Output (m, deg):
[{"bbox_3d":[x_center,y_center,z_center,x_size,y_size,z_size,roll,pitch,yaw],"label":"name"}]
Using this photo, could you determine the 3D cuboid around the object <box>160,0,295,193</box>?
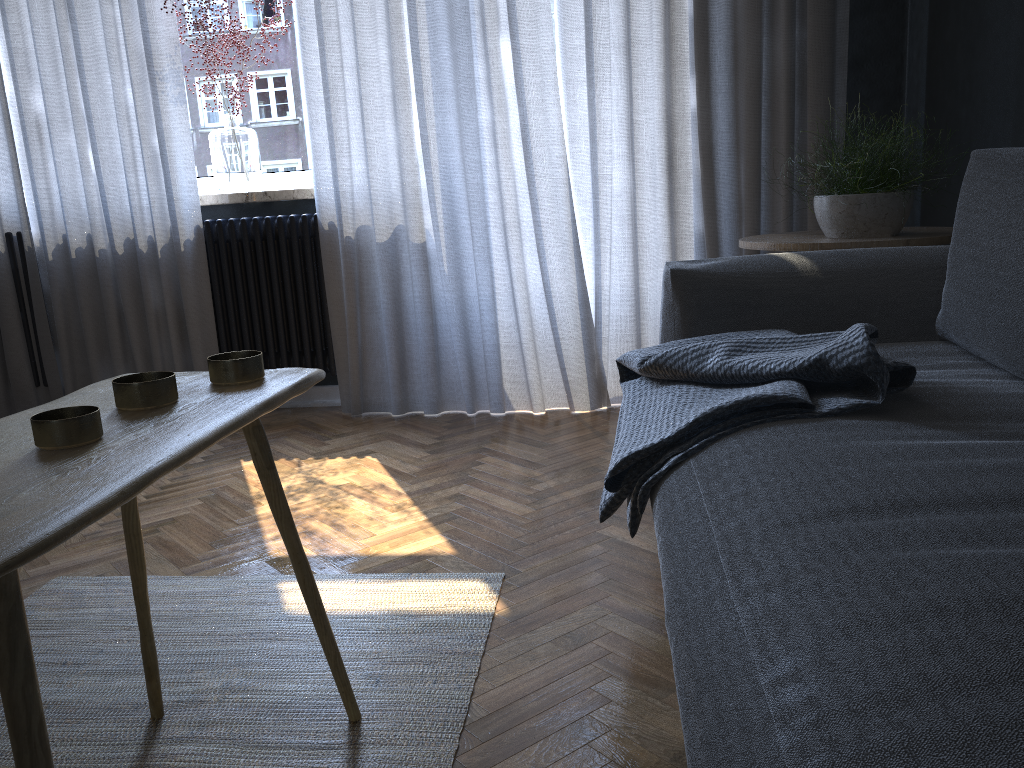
[{"bbox_3d":[-1.039,-1.118,3.250,0.514,0.812,0.597,-8,13,-18],"label":"object"}]

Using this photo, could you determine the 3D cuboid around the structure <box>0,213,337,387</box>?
[{"bbox_3d":[-1.435,-0.317,3.453,1.846,0.602,0.215,-2,13,7],"label":"structure"}]

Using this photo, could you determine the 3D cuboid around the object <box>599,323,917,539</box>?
[{"bbox_3d":[0.418,0.028,1.627,0.490,0.330,0.664,-1,12,12],"label":"object"}]

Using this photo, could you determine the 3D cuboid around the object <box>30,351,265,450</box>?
[{"bbox_3d":[-0.425,0.010,1.045,0.103,0.033,0.367,0,13,17],"label":"object"}]

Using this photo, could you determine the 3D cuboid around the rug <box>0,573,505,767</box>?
[{"bbox_3d":[-0.618,0.624,0.932,1.003,0.013,2.004,-2,12,7],"label":"rug"}]

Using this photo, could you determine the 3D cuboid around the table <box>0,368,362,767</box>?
[{"bbox_3d":[-0.449,0.323,0.982,0.339,0.552,0.785,-2,12,7],"label":"table"}]

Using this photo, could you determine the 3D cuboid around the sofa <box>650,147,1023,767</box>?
[{"bbox_3d":[0.659,0.116,1.027,0.970,0.801,2.332,-2,12,6],"label":"sofa"}]

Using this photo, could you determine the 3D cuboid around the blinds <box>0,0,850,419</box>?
[{"bbox_3d":[-0.810,-1.261,3.099,3.993,2.798,0.311,-2,13,7],"label":"blinds"}]
